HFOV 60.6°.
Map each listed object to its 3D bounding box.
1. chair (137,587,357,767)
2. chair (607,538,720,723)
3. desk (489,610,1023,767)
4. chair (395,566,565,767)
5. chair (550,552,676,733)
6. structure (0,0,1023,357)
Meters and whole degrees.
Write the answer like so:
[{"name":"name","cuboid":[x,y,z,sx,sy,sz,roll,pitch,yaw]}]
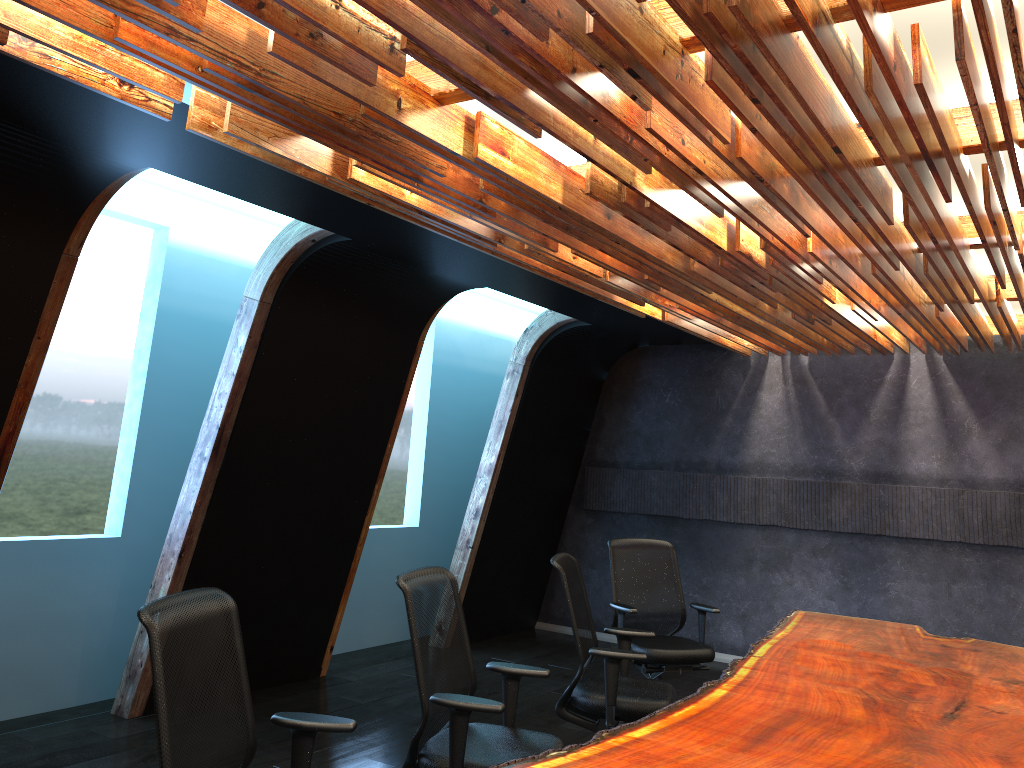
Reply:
[{"name":"chair","cuboid":[-0.736,1.311,2.649,0.797,1.267,0.794,2,-11,8]},{"name":"chair","cuboid":[1.056,1.748,6.090,0.812,1.267,0.779,8,-12,-22]},{"name":"desk","cuboid":[1.091,1.664,2.996,2.029,0.835,6.545,-1,-7,33]},{"name":"chair","cuboid":[-0.084,1.444,3.632,0.796,1.267,0.794,0,-12,17]},{"name":"chair","cuboid":[0.601,1.592,4.737,0.797,1.267,0.794,1,-11,13]},{"name":"structure","cuboid":[1.053,0.379,2.788,4.512,3.058,11.275,-2,-8,33]}]
